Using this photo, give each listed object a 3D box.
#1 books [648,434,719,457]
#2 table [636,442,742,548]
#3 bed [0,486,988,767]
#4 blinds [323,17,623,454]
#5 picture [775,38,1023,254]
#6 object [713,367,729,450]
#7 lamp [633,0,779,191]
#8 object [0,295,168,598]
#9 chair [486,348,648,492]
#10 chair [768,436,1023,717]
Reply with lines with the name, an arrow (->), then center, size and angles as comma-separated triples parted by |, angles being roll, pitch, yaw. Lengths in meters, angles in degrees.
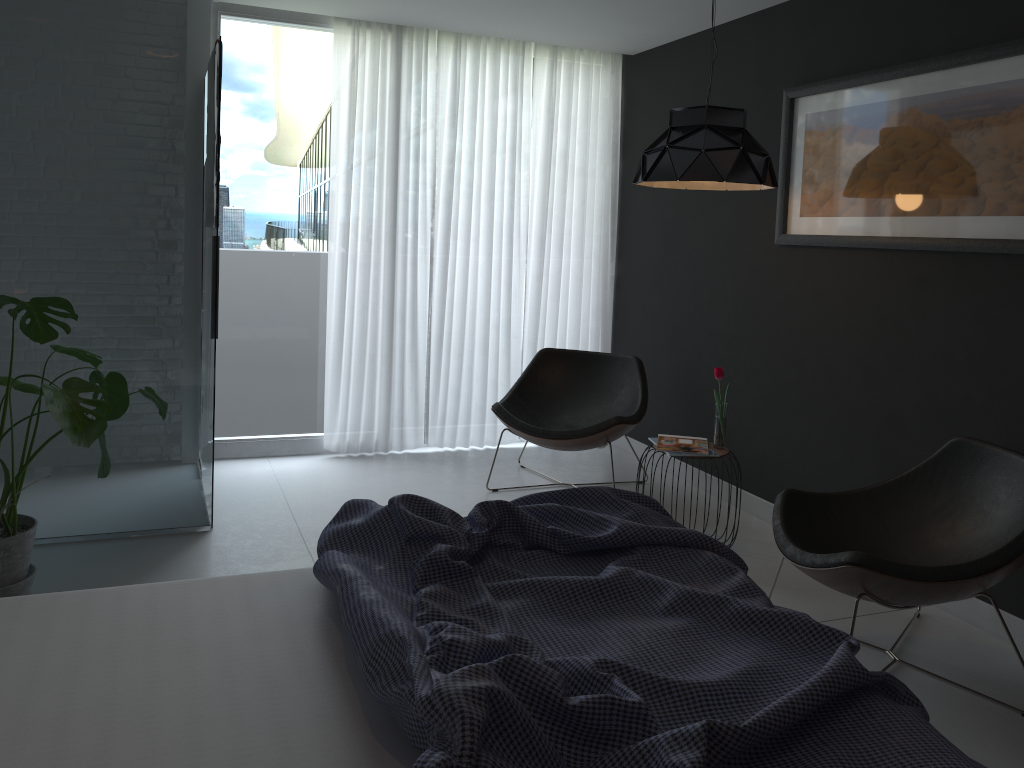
books -> -2.136, 0.776, 1.201 | 8.260, 0.369, 0.408 | -6, 11, -42
table -> 0.771, 0.492, 3.872 | 0.452, 0.432, 0.454 | -5, 10, -44
bed -> -0.468, 0.028, 1.525 | 2.608, 2.028, 2.582 | -1, 8, -22
blinds -> -0.181, -0.944, 5.351 | 1.852, 2.679, 0.137 | 0, 5, -22
picture -> 1.624, -0.852, 3.254 | 0.041, 0.716, 1.968 | 1, 9, -22
object -> 0.904, 0.107, 3.839 | 0.066, 0.353, 0.077 | 3, 5, 10
lamp -> 0.835, -1.287, 3.720 | 0.582, 0.897, 0.613 | 2, 6, -4
object -> -1.690, 0.226, 3.006 | 0.851, 1.041, 0.999 | 2, 7, -4
chair -> 0.318, 0.201, 4.725 | 0.791, 0.686, 0.820 | 5, 8, 21
chair -> 1.279, 0.556, 2.860 | 0.813, 0.686, 0.797 | 2, 7, -1
